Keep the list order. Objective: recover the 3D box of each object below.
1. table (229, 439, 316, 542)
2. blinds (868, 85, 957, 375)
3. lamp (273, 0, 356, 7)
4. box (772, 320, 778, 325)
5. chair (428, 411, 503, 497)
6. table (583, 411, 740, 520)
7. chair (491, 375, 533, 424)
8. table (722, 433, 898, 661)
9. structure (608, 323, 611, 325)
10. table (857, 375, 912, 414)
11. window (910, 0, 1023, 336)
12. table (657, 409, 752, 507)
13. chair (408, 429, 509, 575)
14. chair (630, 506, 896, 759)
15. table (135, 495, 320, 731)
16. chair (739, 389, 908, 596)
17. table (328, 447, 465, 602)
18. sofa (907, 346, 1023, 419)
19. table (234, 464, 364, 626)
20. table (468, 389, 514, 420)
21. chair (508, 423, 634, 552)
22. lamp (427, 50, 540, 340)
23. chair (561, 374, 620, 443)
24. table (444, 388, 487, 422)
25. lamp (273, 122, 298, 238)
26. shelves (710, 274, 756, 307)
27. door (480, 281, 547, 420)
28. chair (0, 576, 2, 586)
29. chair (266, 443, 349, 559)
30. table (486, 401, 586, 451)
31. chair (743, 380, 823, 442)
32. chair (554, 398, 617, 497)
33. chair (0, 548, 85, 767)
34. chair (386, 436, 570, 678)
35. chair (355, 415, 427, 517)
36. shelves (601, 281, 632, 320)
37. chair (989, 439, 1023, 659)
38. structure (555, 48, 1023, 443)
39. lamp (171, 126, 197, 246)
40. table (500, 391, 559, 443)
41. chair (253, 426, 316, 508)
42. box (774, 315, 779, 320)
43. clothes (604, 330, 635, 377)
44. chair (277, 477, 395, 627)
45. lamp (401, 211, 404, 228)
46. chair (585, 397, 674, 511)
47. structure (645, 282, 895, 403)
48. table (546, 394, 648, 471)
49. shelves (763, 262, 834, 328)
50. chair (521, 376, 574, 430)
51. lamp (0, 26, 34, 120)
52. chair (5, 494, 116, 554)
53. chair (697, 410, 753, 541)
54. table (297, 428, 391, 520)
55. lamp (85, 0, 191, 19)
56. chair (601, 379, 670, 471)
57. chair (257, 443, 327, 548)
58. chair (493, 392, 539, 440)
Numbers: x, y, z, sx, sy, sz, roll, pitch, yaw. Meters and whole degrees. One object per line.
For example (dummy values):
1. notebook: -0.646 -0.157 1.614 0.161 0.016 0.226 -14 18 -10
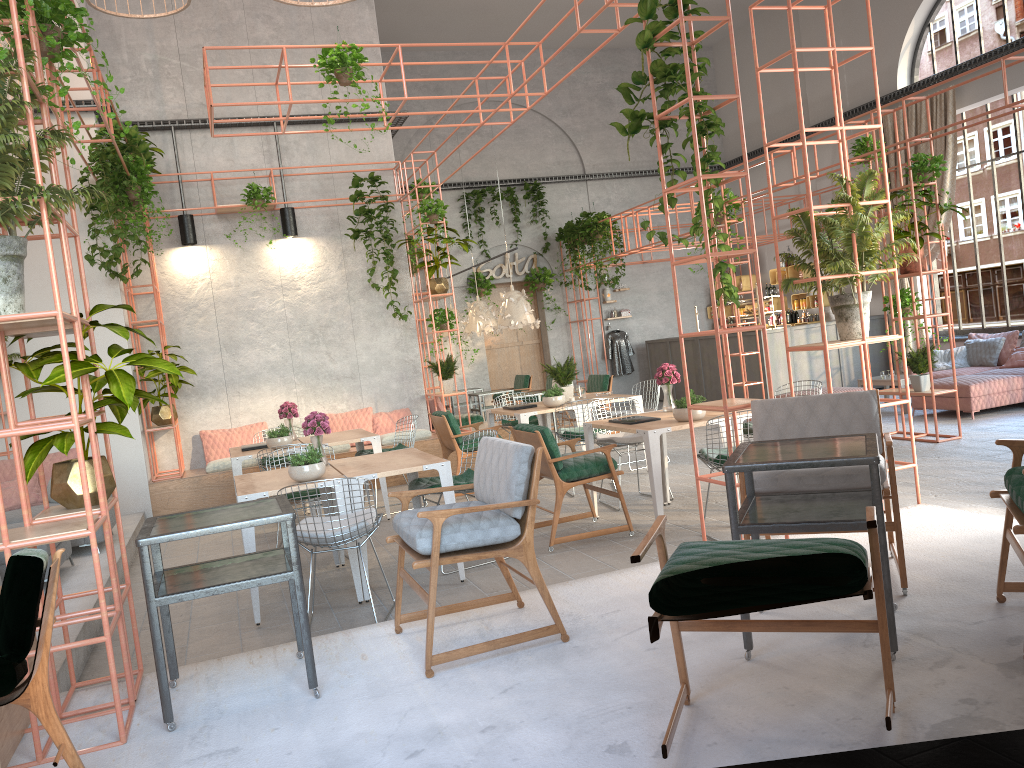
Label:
1. table: -2.391 1.040 8.821 0.694 0.830 1.205 -8 3 -18
2. blinds: 6.889 -2.214 12.426 0.414 4.389 4.957 -8 3 -17
3. lamp: -1.639 -4.685 6.477 0.883 3.476 0.883 -5 3 34
4. box: 4.988 -1.160 16.770 0.058 0.093 0.122 -8 3 -18
5. chair: -0.455 0.720 9.568 0.685 0.917 0.722 -8 3 -18
6. table: 1.161 0.696 7.064 0.694 0.830 1.205 -8 3 -18
7. chair: 0.021 0.319 16.530 0.685 0.930 0.722 -8 3 -18
8. table: 1.272 0.665 3.736 0.602 0.798 0.635 -6 3 22
9. structure: 2.013 -1.247 18.298 0.066 0.044 0.019 -8 3 -18
10. table: 5.217 0.131 12.079 0.520 0.455 0.916 -8 3 -18
11. window: 7.268 -3.509 12.419 0.089 5.538 4.127 -8 3 -18
12. table: 1.815 0.603 7.285 0.694 0.830 1.214 -8 3 -18
13. chair: -0.414 0.858 6.618 0.717 0.941 0.565 -8 3 -22
14. chair: 0.787 0.715 2.792 0.722 0.917 0.685 -6 3 22
15. table: -1.245 0.971 3.907 0.635 0.798 0.602 -8 3 -18
16. chair: 1.568 0.533 4.524 0.722 0.914 0.685 -6 3 22
17. table: -0.877 0.969 6.446 0.694 0.830 1.214 -8 3 -18
18. sofa: 5.990 -0.050 11.606 1.960 0.672 2.219 -8 3 -18
19. table: -1.529 1.062 6.225 0.694 0.830 1.205 -8 3 -18
20. table: -0.299 0.524 14.592 0.635 0.798 0.602 -8 3 -18
21. chair: 0.438 0.740 6.931 0.685 0.917 0.722 -8 3 -18
22. lamp: -0.737 -2.779 14.468 0.704 4.052 4.456 -8 3 -18
23. chair: 1.125 0.347 13.205 0.685 0.929 0.722 -8 3 -18
24. table: -0.851 0.510 16.257 0.635 0.798 0.602 -8 3 -18
25. lamp: -2.873 -2.565 11.126 0.179 1.425 0.185 -8 3 -18
26. shelves: 4.639 -1.267 18.157 0.328 1.838 1.750 -8 3 -18
27. door: -0.093 -0.692 18.391 1.360 2.729 0.551 -8 3 -18
28. chair: -3.800 1.236 5.335 1.056 0.586 1.127 -8 3 -18
29. chair: -1.649 0.984 7.183 0.565 0.941 0.717 -8 3 -17
30. table: 0.265 0.664 9.700 0.694 0.830 1.205 -8 3 -18
31. chair: 2.275 0.480 7.456 0.717 0.941 0.565 -8 3 -22
32. chair: 0.738 0.600 8.898 0.565 0.941 0.717 -7 3 -2
33. chair: -1.634 1.025 2.541 0.685 0.929 0.722 -8 3 -18
34. chair: -0.216 0.763 4.238 0.685 0.929 0.722 -8 3 -18
35. chair: -1.275 0.836 9.214 0.717 0.941 0.565 -8 3 -22
36. shelves: 2.154 -1.734 18.258 0.560 0.790 0.186 -8 3 -18
37. chair: 2.255 0.503 3.410 0.685 0.914 0.722 -6 3 22
38. structure: 5.045 -1.440 11.727 4.157 4.247 14.689 -8 3 -18
39. lamp: -4.010 -2.404 10.750 0.179 1.425 0.185 -8 3 -18
40. table: 0.254 0.538 12.927 0.635 0.798 0.602 -8 3 -18
41. chair: -2.511 0.962 9.779 0.565 0.941 0.717 -8 3 -17
42. box: 5.014 -1.258 16.780 0.058 0.093 0.122 -7 3 -7
43. clothes: 2.235 -0.621 18.295 0.625 0.997 0.366 -9 4 -38
44. chair: -1.057 0.998 5.423 0.565 0.941 0.717 -7 3 -2
45. lamp: -1.694 -2.779 12.466 0.185 1.425 0.179 -8 3 -18
46. chair: 1.039 0.606 8.021 0.565 0.941 0.717 -8 3 -17
47. structure: 4.588 -0.811 16.538 2.579 2.022 4.057 -8 3 -18
48. table: 0.919 0.571 9.921 0.694 0.830 1.214 -8 3 -18
49. shelves: 5.243 -1.251 16.336 0.328 1.838 1.750 -8 3 -18
50. chair: 0.567 0.333 14.885 0.685 0.930 0.722 -8 3 -18
51. lamp: -5.295 -4.325 8.418 0.883 3.476 0.883 -5 3 34
52. chair: -4.256 1.203 8.005 1.127 0.672 1.052 -8 3 -18
53. chair: 1.631 0.620 6.261 0.565 0.941 0.717 -7 3 -2
54. table: -1.737 0.947 9.042 0.694 0.830 1.214 -8 3 -18
55. lamp: -3.550 -5.156 7.844 0.883 3.476 0.883 -5 3 34
56. chair: 1.381 0.460 10.093 0.717 0.941 0.565 -8 3 -22
57. chair: -1.919 0.976 8.019 0.565 0.941 0.717 -7 3 -2
58. chair: 0.145 0.586 10.657 0.565 0.941 0.717 -8 3 -17
